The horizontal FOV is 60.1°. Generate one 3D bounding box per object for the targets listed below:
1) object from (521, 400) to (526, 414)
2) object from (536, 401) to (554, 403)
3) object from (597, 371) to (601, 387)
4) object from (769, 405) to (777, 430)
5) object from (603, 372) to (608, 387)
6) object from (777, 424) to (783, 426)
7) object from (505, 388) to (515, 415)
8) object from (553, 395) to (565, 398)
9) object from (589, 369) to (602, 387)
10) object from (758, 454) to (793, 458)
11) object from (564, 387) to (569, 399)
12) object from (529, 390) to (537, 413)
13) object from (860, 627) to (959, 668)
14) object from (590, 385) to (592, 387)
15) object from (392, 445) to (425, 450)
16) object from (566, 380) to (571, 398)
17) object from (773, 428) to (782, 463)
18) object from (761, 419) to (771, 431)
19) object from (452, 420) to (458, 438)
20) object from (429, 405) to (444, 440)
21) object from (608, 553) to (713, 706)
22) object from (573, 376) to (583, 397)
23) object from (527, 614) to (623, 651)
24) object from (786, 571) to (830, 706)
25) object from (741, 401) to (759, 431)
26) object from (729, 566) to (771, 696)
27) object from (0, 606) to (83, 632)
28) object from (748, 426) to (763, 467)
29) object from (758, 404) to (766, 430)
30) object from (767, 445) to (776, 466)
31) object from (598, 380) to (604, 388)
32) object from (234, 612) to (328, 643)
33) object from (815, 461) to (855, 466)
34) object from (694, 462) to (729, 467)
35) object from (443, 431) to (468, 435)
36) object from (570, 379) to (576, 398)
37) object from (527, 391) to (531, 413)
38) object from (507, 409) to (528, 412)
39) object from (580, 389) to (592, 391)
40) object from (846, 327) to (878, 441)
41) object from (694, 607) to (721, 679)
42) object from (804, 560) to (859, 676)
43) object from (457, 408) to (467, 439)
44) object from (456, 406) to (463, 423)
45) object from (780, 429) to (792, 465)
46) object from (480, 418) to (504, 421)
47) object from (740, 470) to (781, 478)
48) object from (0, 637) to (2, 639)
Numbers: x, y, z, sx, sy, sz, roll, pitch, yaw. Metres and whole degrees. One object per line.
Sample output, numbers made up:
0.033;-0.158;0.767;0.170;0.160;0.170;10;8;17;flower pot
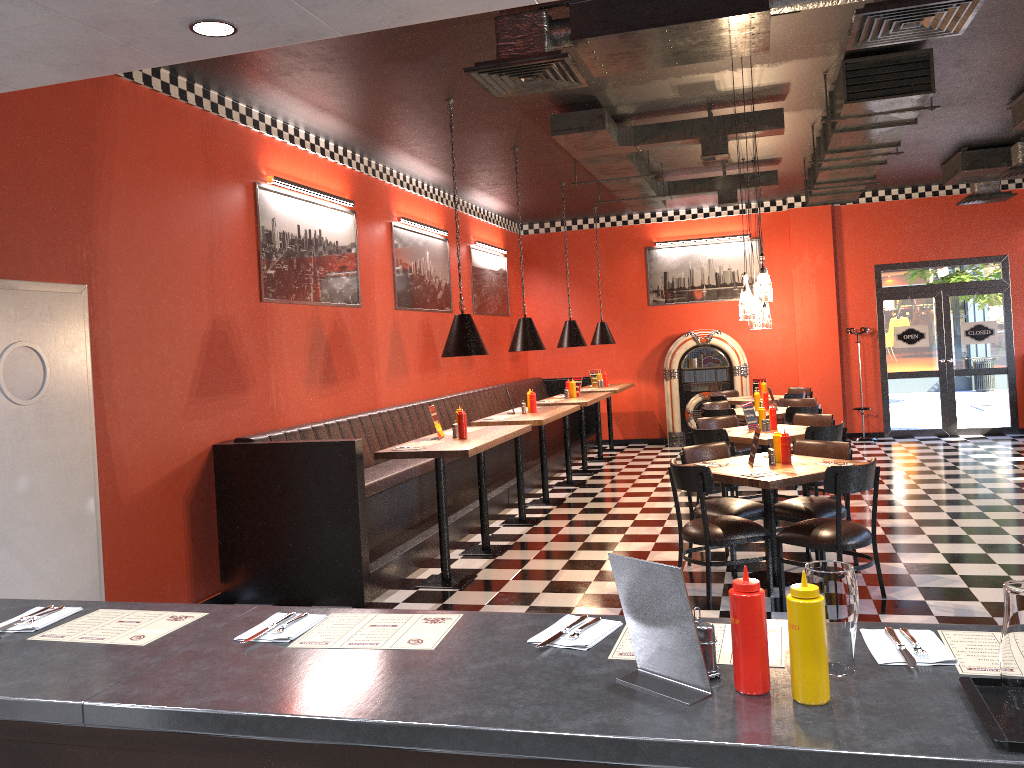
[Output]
0.116;0.229;8.914;0.046;0.136;0.094;-3;1;6;object
0.407;0.207;10.358;0.255;0.019;0.157;-3;2;13;object
1.288;-0.072;13.093;0.068;0.238;0.068;-3;0;9;object
2.403;0.301;8.162;0.068;0.238;0.068;-3;0;21;object
1.374;-0.076;13.058;0.068;0.238;0.068;-3;0;9;object
2.453;0.396;8.456;0.255;0.019;0.157;-5;3;-36;object
-0.018;0.172;8.976;0.072;0.257;0.188;-3;1;-5;object
0.655;0.155;11.244;0.255;0.019;0.157;-3;2;13;object
1.256;-0.084;13.189;0.188;0.257;0.072;-4;0;-24;object
1.894;0.517;6.421;0.255;0.019;0.157;-5;3;-28;object
0.672;0.110;10.899;0.047;0.136;0.093;-3;1;-19;object
0.210;0.171;8.912;0.068;0.238;0.068;-3;0;36;object
0.829;0.550;1.850;0.157;0.019;0.255;-3;3;12;object
1.311;0.021;13.443;0.255;0.019;0.157;-3;2;13;object
-0.714;0.449;6.275;0.255;0.019;0.157;-3;2;13;object
0.704;0.052;11.013;0.068;0.238;0.068;-3;0;11;object
1.840;0.422;6.118;0.068;0.238;0.068;-3;0;31;object
2.318;0.361;8.086;0.094;0.136;0.046;-4;0;-24;object
-0.441;0.349;6.889;0.046;0.136;0.094;-3;1;7;object
-0.588;0.295;6.893;0.072;0.257;0.188;-3;1;7;object
0.288;0.467;1.737;0.072;0.257;0.188;-3;1;-39;object
0.802;0.035;11.038;0.072;0.257;0.188;-3;1;-33;object
0.140;0.581;2.072;0.157;0.019;0.255;-2;3;32;object
0.548;0.465;1.642;0.068;0.238;0.068;-3;0;29;object
2.228;0.297;8.283;0.188;0.257;0.072;-4;1;-44;object
0.455;0.468;1.703;0.068;0.238;0.068;-3;0;29;object
-1.333;0.651;2.446;0.157;0.019;0.255;-3;3;12;object
1.663;0.425;6.074;0.072;0.257;0.188;-3;1;6;object
2.314;0.305;8.189;0.068;0.238;0.068;-3;0;21;object
1.767;0.482;6.029;0.046;0.136;0.094;-3;1;6;object
1.296;-0.016;12.971;0.094;0.136;0.047;-3;0;-4;object
-0.592;0.616;2.241;0.157;0.019;0.255;-3;3;17;object
2.126;0.526;5.880;0.157;0.019;0.255;-4;3;-25;object
1.406;0.556;6.176;0.157;0.019;0.255;-5;3;-35;object
-0.445;0.394;7.197;0.255;0.019;0.157;-3;2;13;object
0.755;0.052;10.935;0.068;0.238;0.068;-3;0;5;object
0.189;0.168;9.003;0.068;0.238;0.068;-3;0;25;object
0.078;0.275;9.230;0.255;0.019;0.157;-3;2;13;object
1.018;0.083;12.405;0.255;0.019;0.157;-3;2;13;object
5.127;-0.004;13.026;0.374;1.658;0.375;-3;0;38;object
0.379;0.520;1.798;0.047;0.136;0.093;-3;1;-24;object
0.642;0.469;1.776;0.105;0.209;0.105;-4;0;-29;object
-0.382;0.298;6.779;0.068;0.238;0.068;-3;0;-9;object
-0.408;0.290;7.000;0.068;0.238;0.068;-3;0;-9;object
1.862;0.425;6.027;0.068;0.238;0.068;-3;0;-31;object
-0.162;0.330;8.293;0.255;0.019;0.157;-3;2;13;object
1.600;0.567;5.652;0.255;0.019;0.157;-5;3;-26;object
-1.547;0.674;2.197;0.436;0.018;0.273;-3;3;16;object
